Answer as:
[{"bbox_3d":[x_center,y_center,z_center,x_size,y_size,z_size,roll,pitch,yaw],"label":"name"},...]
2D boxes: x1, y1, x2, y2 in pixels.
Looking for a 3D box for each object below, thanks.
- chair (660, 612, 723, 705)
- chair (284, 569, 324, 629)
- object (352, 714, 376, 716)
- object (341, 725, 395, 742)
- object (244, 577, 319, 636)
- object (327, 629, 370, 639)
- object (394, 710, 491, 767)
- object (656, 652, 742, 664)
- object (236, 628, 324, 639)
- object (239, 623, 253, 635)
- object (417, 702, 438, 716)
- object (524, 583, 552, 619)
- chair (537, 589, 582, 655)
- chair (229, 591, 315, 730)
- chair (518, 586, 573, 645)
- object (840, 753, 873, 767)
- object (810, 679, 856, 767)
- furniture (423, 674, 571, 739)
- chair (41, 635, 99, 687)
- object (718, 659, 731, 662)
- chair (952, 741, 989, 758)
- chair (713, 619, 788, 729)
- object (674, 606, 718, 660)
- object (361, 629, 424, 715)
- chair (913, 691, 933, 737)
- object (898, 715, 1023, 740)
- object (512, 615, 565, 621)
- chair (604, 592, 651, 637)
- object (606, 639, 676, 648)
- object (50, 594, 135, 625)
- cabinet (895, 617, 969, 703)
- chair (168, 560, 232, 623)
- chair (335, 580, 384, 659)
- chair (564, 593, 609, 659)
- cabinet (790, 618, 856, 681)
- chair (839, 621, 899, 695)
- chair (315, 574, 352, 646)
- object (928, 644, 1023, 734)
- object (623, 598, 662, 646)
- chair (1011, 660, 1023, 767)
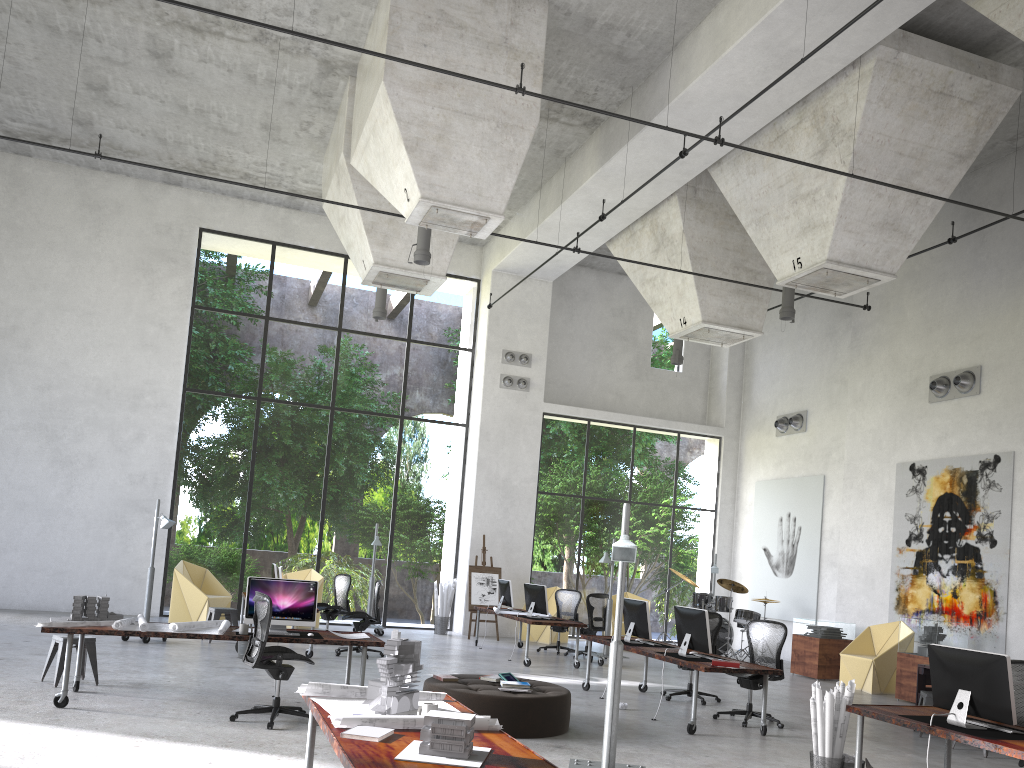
[{"bbox_3d":[2.351,3.570,11.576,0.778,1.172,0.795,9,-7,-35],"label":"chair"},{"bbox_3d":[-4.274,4.200,17.271,0.978,1.157,0.949,1,-7,27],"label":"chair"},{"bbox_3d":[-0.816,1.841,4.837,0.134,0.008,0.206,6,-11,-7],"label":"object"},{"bbox_3d":[-0.725,1.763,4.431,0.200,0.023,0.240,2,-11,12],"label":"object"},{"bbox_3d":[-2.352,2.271,8.975,0.717,0.547,0.380,7,-7,-17],"label":"object"},{"bbox_3d":[-1.737,2.587,9.155,0.471,0.085,0.441,8,-11,-15],"label":"object"},{"bbox_3d":[-0.309,1.656,4.146,0.388,0.180,0.424,3,-10,7],"label":"object"},{"bbox_3d":[2.088,3.097,9.935,0.690,0.008,0.859,8,-12,-17],"label":"object"},{"bbox_3d":[-2.375,2.549,8.955,0.852,0.008,0.696,8,-12,-17],"label":"object"},{"bbox_3d":[-2.626,2.416,8.659,0.122,0.099,0.089,3,-7,10],"label":"object"},{"bbox_3d":[-0.478,1.839,4.918,0.122,0.099,0.089,3,-7,10],"label":"object"},{"bbox_3d":[0.463,3.630,14.672,0.380,0.546,0.720,8,-9,-27],"label":"object"},{"bbox_3d":[0.928,4.403,16.316,0.769,1.172,0.804,2,-6,20],"label":"chair"},{"bbox_3d":[-2.176,2.537,8.191,0.771,1.172,0.802,-1,-8,45],"label":"chair"},{"bbox_3d":[0.699,4.811,18.367,0.978,1.157,0.948,1,-8,30],"label":"chair"},{"bbox_3d":[2.772,3.163,7.153,0.397,0.295,0.300,1,-8,24],"label":"object"},{"bbox_3d":[2.555,2.816,7.063,0.319,0.928,0.345,5,-4,-1],"label":"object"},{"bbox_3d":[-0.159,3.245,8.903,1.514,0.423,1.527,8,-11,-16],"label":"furniture"},{"bbox_3d":[-4.615,2.893,9.212,0.420,0.484,0.443,-2,-10,44],"label":"chair"},{"bbox_3d":[2.233,2.903,9.222,0.149,0.011,0.011,-5,-12,40],"label":"object"},{"bbox_3d":[5.030,3.685,9.372,0.440,0.484,0.423,8,-8,-24],"label":"chair"},{"bbox_3d":[2.810,3.325,10.168,0.770,1.172,0.803,0,-8,40],"label":"chair"},{"bbox_3d":[2.107,2.817,9.952,0.379,0.546,0.723,6,-9,-17],"label":"object"},{"bbox_3d":[-0.728,1.695,5.179,0.360,0.515,0.501,3,-7,17],"label":"object"},{"bbox_3d":[4.931,3.843,10.202,0.419,0.484,0.444,3,-7,16],"label":"chair"},{"bbox_3d":[3.345,2.476,6.326,0.690,0.008,0.859,8,-12,-17],"label":"object"},{"bbox_3d":[0.444,3.909,14.655,0.693,0.008,0.856,10,-13,-26],"label":"object"},{"bbox_3d":[2.421,4.950,18.383,0.979,1.157,0.947,4,-7,1],"label":"chair"},{"bbox_3d":[1.638,3.319,11.227,0.690,0.008,0.859,8,-12,-17],"label":"object"},{"bbox_3d":[-4.150,2.213,8.716,0.742,0.302,0.437,10,-10,-28],"label":"object"},{"bbox_3d":[6.217,4.126,13.013,0.597,1.242,0.749,6,-6,-19],"label":"cabinet"},{"bbox_3d":[-5.810,3.892,16.332,0.932,1.157,0.995,3,-7,17],"label":"chair"},{"bbox_3d":[-2.309,3.589,13.516,0.799,1.172,0.774,8,-7,-30],"label":"chair"},{"bbox_3d":[1.359,4.330,15.780,0.792,1.172,0.781,0,-7,35],"label":"chair"},{"bbox_3d":[5.483,4.686,15.514,0.747,1.003,0.742,7,-7,-19],"label":"cabinet"},{"bbox_3d":[5.939,4.400,14.237,0.939,1.157,0.988,7,-7,-20],"label":"chair"},{"bbox_3d":[-3.082,3.809,14.923,0.770,1.172,0.803,0,-7,35],"label":"chair"},{"bbox_3d":[3.364,2.196,6.343,0.379,0.546,0.723,6,-9,-17],"label":"object"},{"bbox_3d":[1.657,3.040,11.245,0.379,0.546,0.723,6,-9,-17],"label":"object"},{"bbox_3d":[4.045,2.724,6.670,0.776,1.172,0.796,8,-7,-30],"label":"chair"}]
